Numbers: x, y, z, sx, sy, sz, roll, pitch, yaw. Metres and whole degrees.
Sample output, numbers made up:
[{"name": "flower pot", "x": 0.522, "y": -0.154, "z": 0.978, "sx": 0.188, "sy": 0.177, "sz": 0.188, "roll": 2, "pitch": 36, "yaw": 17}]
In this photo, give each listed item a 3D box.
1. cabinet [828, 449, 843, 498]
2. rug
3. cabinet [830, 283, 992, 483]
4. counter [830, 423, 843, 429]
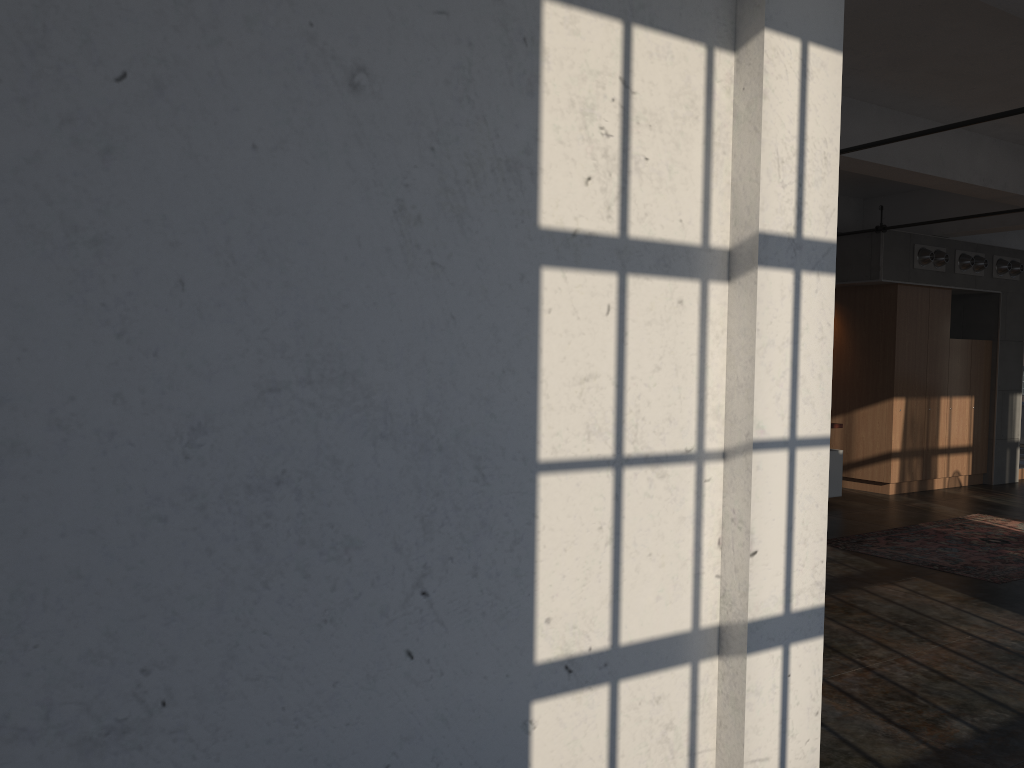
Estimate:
[{"name": "cabinet", "x": 2.057, "y": 0.907, "z": 12.603, "sx": 0.940, "sy": 0.931, "sz": 5.533, "roll": -1, "pitch": 2, "yaw": -32}, {"name": "rug", "x": 4.523, "y": 1.504, "z": 8.436, "sx": 2.940, "sy": 0.029, "sz": 1.817, "roll": 0, "pitch": 2, "yaw": -33}, {"name": "cabinet", "x": 3.762, "y": -0.144, "z": 15.309, "sx": 2.426, "sy": 2.565, "sz": 7.942, "roll": -1, "pitch": 2, "yaw": -32}, {"name": "counter", "x": 1.747, "y": 0.857, "z": 13.114, "sx": 1.164, "sy": 0.972, "sz": 6.521, "roll": -1, "pitch": 2, "yaw": -32}]
